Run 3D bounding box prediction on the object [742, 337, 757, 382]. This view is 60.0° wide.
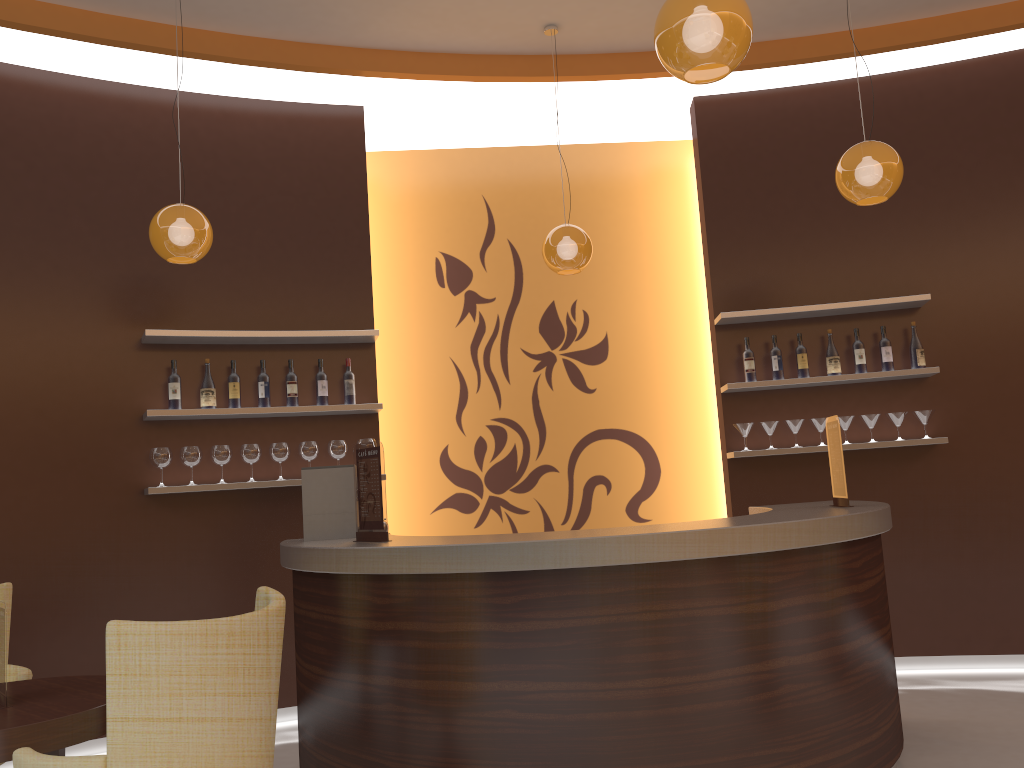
[{"bbox_3d":[1.494,-0.148,5.595,0.073,0.297,0.073,-2,-7,-15],"label":"object"}]

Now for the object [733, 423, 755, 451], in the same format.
[{"bbox_3d":[1.460,0.336,5.557,0.137,0.174,0.137,-4,-7,2],"label":"object"}]

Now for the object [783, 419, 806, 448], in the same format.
[{"bbox_3d":[1.769,0.313,5.533,0.137,0.174,0.137,-5,-7,12],"label":"object"}]

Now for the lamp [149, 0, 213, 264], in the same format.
[{"bbox_3d":[-1.678,-1.352,4.463,0.299,1.500,0.299,-6,-7,15],"label":"lamp"}]

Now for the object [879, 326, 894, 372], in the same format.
[{"bbox_3d":[2.317,-0.213,5.498,0.073,0.297,0.073,-2,-7,-15],"label":"object"}]

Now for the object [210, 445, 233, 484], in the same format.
[{"bbox_3d":[-1.663,0.464,5.079,0.125,0.221,0.125,0,-7,-28],"label":"object"}]

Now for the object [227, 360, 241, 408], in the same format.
[{"bbox_3d":[-1.620,0.008,5.169,0.073,0.297,0.073,-4,-7,6],"label":"object"}]

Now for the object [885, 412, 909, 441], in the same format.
[{"bbox_3d":[2.372,0.264,5.445,0.137,0.174,0.137,0,-7,-28],"label":"object"}]

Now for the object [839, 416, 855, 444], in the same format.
[{"bbox_3d":[2.067,0.290,5.497,0.137,0.174,0.137,-5,-7,12],"label":"object"}]

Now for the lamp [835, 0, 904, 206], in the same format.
[{"bbox_3d":[1.633,-1.597,4.229,0.299,1.500,0.299,1,-8,-35],"label":"lamp"}]

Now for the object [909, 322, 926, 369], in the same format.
[{"bbox_3d":[2.489,-0.233,5.465,0.086,0.303,0.086,1,-8,-39],"label":"object"}]

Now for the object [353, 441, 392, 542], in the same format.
[{"bbox_3d":[-0.598,0.452,3.728,0.052,0.414,0.258,2,-8,-39],"label":"object"}]

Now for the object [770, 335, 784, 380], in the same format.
[{"bbox_3d":[1.665,-0.160,5.584,0.073,0.297,0.073,-2,-7,-15],"label":"object"}]

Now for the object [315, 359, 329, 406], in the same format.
[{"bbox_3d":[-1.146,-0.003,5.337,0.073,0.297,0.073,-8,-8,34],"label":"object"}]

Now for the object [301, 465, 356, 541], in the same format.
[{"bbox_3d":[-0.803,0.564,4.263,0.373,0.340,0.270,-3,-7,-8],"label":"object"}]

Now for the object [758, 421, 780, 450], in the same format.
[{"bbox_3d":[1.615,0.324,5.545,0.137,0.174,0.137,-4,-7,2],"label":"object"}]

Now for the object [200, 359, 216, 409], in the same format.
[{"bbox_3d":[-1.754,0.006,5.116,0.086,0.303,0.086,-6,-7,15],"label":"object"}]

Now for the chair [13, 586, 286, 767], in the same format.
[{"bbox_3d":[-1.009,1.151,2.569,0.685,1.017,0.729,-6,-7,15],"label":"chair"}]

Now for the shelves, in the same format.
[{"bbox_3d":[0.250,0.059,5.351,4.744,0.902,0.586,-3,-7,-6],"label":"shelves"}]

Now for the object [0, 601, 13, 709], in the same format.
[{"bbox_3d":[-1.734,0.909,3.007,0.042,0.335,0.209,2,-8,-39],"label":"object"}]

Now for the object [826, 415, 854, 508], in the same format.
[{"bbox_3d":[1.494,0.355,4.083,0.052,0.414,0.258,-4,-7,6],"label":"object"}]

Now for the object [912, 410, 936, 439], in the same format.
[{"bbox_3d":[2.524,0.251,5.419,0.137,0.174,0.137,-5,-7,12],"label":"object"}]

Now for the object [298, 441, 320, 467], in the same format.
[{"bbox_3d":[-1.201,0.454,5.256,0.125,0.221,0.125,0,-7,-28],"label":"object"}]

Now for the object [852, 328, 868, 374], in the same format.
[{"bbox_3d":[2.161,-0.200,5.524,0.073,0.297,0.073,-2,-7,-15],"label":"object"}]

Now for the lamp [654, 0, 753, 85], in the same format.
[{"bbox_3d":[0.547,-1.691,2.797,0.299,1.500,0.299,-5,-7,15],"label":"lamp"}]

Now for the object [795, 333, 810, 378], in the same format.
[{"bbox_3d":[1.820,-0.172,5.572,0.073,0.297,0.073,-8,-8,34],"label":"object"}]

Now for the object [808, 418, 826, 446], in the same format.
[{"bbox_3d":[1.921,0.302,5.512,0.137,0.174,0.137,-5,-7,12],"label":"object"}]

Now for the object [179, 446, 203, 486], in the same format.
[{"bbox_3d":[-1.812,0.467,5.013,0.125,0.221,0.125,0,-7,-28],"label":"object"}]

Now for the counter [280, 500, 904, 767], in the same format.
[{"bbox_3d":[0.459,1.150,3.763,2.917,1.100,1.586,-3,-7,-8],"label":"counter"}]

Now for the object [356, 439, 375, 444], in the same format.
[{"bbox_3d":[-0.876,0.444,5.352,0.125,0.221,0.125,0,-7,-28],"label":"object"}]

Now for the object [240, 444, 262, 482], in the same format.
[{"bbox_3d":[-1.511,0.461,5.140,0.125,0.221,0.125,0,-7,-28],"label":"object"}]

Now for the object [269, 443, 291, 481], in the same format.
[{"bbox_3d":[-1.359,0.458,5.200,0.125,0.221,0.125,0,-7,-28],"label":"object"}]

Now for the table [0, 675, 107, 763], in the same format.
[{"bbox_3d":[-1.708,1.410,2.935,0.874,0.679,0.872,-3,-7,-7],"label":"table"}]

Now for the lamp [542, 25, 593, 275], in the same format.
[{"bbox_3d":[0.282,-1.392,5.240,0.299,1.500,0.299,1,-8,-35],"label":"lamp"}]

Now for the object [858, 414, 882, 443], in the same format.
[{"bbox_3d":[2.218,0.278,5.473,0.137,0.174,0.137,-5,-7,12],"label":"object"}]

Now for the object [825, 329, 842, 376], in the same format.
[{"bbox_3d":[2.005,-0.191,5.556,0.086,0.303,0.086,-6,-7,20],"label":"object"}]

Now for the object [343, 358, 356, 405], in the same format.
[{"bbox_3d":[-0.989,-0.008,5.385,0.073,0.297,0.073,2,-9,-43],"label":"object"}]

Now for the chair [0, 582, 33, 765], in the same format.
[{"bbox_3d":[-2.312,1.341,3.476,0.685,1.017,0.729,-10,-9,43],"label":"chair"}]

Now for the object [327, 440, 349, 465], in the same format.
[{"bbox_3d":[-1.040,0.450,5.312,0.125,0.221,0.125,0,-7,-28],"label":"object"}]

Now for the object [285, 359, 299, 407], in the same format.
[{"bbox_3d":[-1.312,0.001,5.282,0.073,0.297,0.073,2,-9,-43],"label":"object"}]

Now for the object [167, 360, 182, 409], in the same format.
[{"bbox_3d":[-1.912,0.011,5.023,0.073,0.297,0.073,2,-9,-43],"label":"object"}]

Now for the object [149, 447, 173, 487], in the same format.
[{"bbox_3d":[-1.955,0.468,4.945,0.125,0.221,0.125,0,-7,-28],"label":"object"}]

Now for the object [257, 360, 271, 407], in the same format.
[{"bbox_3d":[-1.464,0.005,5.229,0.073,0.297,0.073,2,-9,-43],"label":"object"}]
